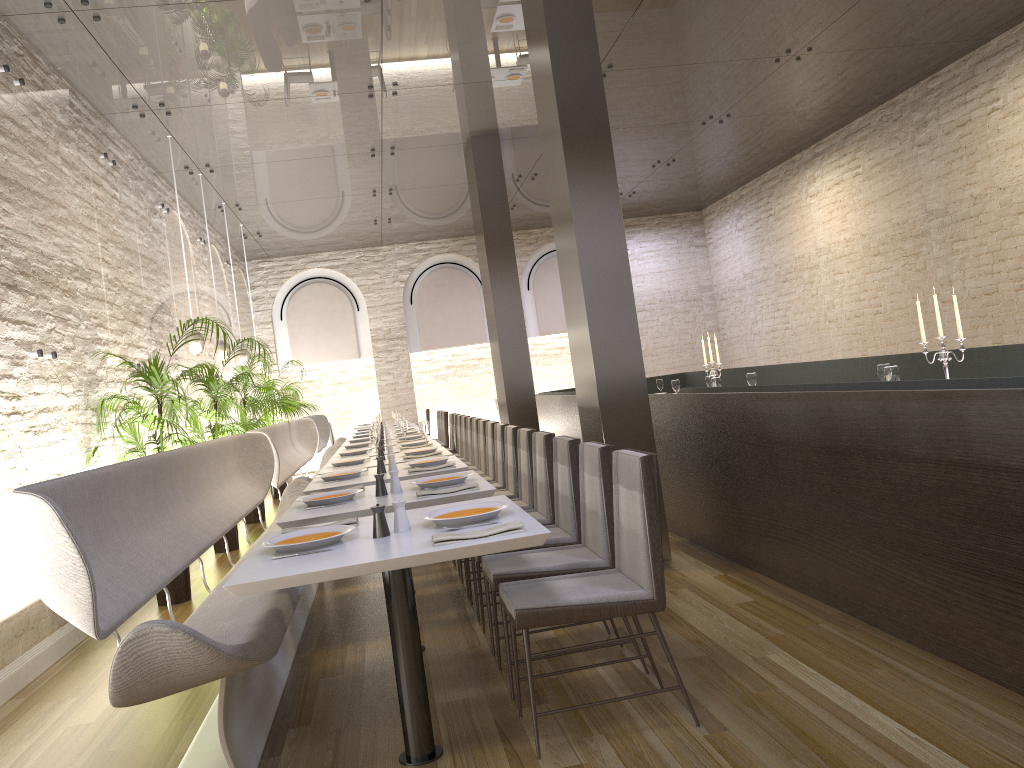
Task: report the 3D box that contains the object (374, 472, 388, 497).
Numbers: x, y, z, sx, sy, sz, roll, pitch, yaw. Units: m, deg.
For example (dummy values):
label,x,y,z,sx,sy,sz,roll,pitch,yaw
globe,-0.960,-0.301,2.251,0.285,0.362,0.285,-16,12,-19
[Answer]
label,x,y,z,sx,sy,sz,roll,pitch,yaw
object,-0.622,0.472,4.187,0.059,0.109,0.059,-7,-2,-17

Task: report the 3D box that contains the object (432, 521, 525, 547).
label,x,y,z,sx,sy,sz,roll,pitch,yaw
object,-0.106,0.454,2.703,0.273,0.033,0.142,-8,0,-9

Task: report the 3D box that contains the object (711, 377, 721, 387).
label,x,y,z,sx,sy,sz,roll,pitch,yaw
object,1.832,0.057,7.900,0.086,0.231,0.086,-8,-2,-8

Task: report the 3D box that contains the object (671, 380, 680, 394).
label,x,y,z,sx,sy,sz,roll,pitch,yaw
object,1.672,0.074,8.986,0.086,0.231,0.086,-8,-2,3

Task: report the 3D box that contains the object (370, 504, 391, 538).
label,x,y,z,sx,sy,sz,roll,pitch,yaw
object,-0.441,0.453,2.951,0.059,0.109,0.059,-7,-2,-17

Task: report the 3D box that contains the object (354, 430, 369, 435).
label,x,y,z,sx,sy,sz,roll,pitch,yaw
object,-2.042,0.672,12.219,0.320,0.036,0.322,-8,0,29

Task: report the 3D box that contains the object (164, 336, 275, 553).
label,x,y,z,sx,sy,sz,roll,pitch,yaw
object,-2.740,0.583,8.290,1.142,1.978,1.189,-8,-2,22

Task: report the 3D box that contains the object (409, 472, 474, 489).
label,x,y,z,sx,sy,sz,roll,pitch,yaw
object,-0.339,0.472,4.295,0.322,0.036,0.320,-8,0,-31

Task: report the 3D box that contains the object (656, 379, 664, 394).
label,x,y,z,sx,sy,sz,roll,pitch,yaw
object,1.732,0.060,10.325,0.086,0.231,0.086,-9,-2,27

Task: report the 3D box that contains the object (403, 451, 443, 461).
label,x,y,z,sx,sy,sz,roll,pitch,yaw
object,-0.633,0.511,6.294,0.273,0.033,0.142,-8,0,-9

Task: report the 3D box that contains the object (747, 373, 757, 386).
label,x,y,z,sx,sy,sz,roll,pitch,yaw
object,2.110,0.020,7.756,0.086,0.231,0.086,-9,-2,33

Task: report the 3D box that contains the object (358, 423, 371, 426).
label,x,y,z,sx,sy,sz,roll,pitch,yaw
object,-2.690,0.744,16.171,0.321,0.036,0.322,-8,0,27

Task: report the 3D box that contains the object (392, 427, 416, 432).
label,x,y,z,sx,sy,sz,roll,pitch,yaw
object,-1.355,0.582,11.208,0.320,0.036,0.322,-8,0,29

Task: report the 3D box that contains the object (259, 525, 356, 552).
label,x,y,z,sx,sy,sz,roll,pitch,yaw
object,-0.685,0.526,2.979,0.322,0.036,0.320,-8,0,-31

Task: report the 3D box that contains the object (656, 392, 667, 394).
label,x,y,z,sx,sy,sz,roll,pitch,yaw
object,1.803,0.147,11.197,0.321,0.036,0.322,-8,0,40

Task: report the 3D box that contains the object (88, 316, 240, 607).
label,x,y,z,sx,sy,sz,roll,pitch,yaw
object,-2.433,0.550,6.204,1.142,1.978,1.189,-8,-2,22

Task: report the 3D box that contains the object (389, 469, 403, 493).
label,x,y,z,sx,sy,sz,roll,pitch,yaw
object,-0.560,0.463,4.243,0.059,0.109,0.059,-7,-2,-17

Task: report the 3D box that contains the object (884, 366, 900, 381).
label,x,y,z,sx,sy,sz,roll,pitch,yaw
object,2.264,0.009,5.256,0.086,0.231,0.086,-8,-2,3

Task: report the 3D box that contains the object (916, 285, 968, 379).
label,x,y,z,sx,sy,sz,roll,pitch,yaw
object,2.379,-0.221,4.898,0.131,0.658,0.390,-8,-2,2

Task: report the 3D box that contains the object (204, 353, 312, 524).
label,x,y,z,sx,sy,sz,roll,pitch,yaw
object,-3.034,0.614,10.276,1.185,1.978,1.147,-9,-2,32

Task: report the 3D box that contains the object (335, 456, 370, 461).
label,x,y,z,sx,sy,sz,roll,pitch,yaw
object,-1.243,0.592,6.910,0.273,0.033,0.142,-8,0,-9

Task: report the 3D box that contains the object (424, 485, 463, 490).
label,x,y,z,sx,sy,sz,roll,pitch,yaw
object,-0.316,0.478,4.113,0.181,0.015,0.038,-8,0,-7

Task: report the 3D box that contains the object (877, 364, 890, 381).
label,x,y,z,sx,sy,sz,roll,pitch,yaw
object,2.410,-0.013,5.709,0.086,0.231,0.086,-8,-2,3

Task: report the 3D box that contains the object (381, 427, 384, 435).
label,x,y,z,sx,sy,sz,roll,pitch,yaw
object,-1.638,0.581,11.100,0.059,0.109,0.059,-9,-2,27

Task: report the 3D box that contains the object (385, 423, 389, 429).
label,x,y,z,sx,sy,sz,roll,pitch,yaw
object,-1.736,0.590,12.246,0.059,0.109,0.059,-9,-2,27

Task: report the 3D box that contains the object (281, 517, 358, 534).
label,x,y,z,sx,sy,sz,roll,pitch,yaw
object,-0.716,0.536,3.320,0.273,0.033,0.142,-8,0,-9

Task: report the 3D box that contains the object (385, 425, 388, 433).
label,x,y,z,sx,sy,sz,roll,pitch,yaw
object,-1.576,0.573,11.156,0.059,0.109,0.059,-9,-2,27

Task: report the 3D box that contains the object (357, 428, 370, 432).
label,x,y,z,sx,sy,sz,roll,pitch,yaw
object,-2.208,0.690,13.345,0.320,0.036,0.322,-8,0,29

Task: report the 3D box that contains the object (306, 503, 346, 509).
label,x,y,z,sx,sy,sz,roll,pitch,yaw
object,-0.842,0.553,4.033,0.185,0.010,0.017,-8,0,-9

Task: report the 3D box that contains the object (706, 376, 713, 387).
label,x,y,z,sx,sy,sz,roll,pitch,yaw
object,1.965,0.035,8.741,0.086,0.231,0.086,-8,-2,3

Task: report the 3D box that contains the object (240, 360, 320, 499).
label,x,y,z,sx,sy,sz,roll,pitch,yaw
object,-3.376,0.651,12.711,1.147,1.978,1.184,-7,-2,-28

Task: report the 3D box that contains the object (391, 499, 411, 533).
label,x,y,z,sx,sy,sz,roll,pitch,yaw
object,-0.379,0.444,3.007,0.059,0.109,0.059,-7,-2,-17

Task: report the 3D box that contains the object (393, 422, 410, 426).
label,x,y,z,sx,sy,sz,roll,pitch,yaw
object,-1.681,0.617,13.424,0.320,0.036,0.322,-8,0,29

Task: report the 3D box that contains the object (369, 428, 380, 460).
label,x,y,z,sx,sy,sz,roll,pitch,yaw
object,-1.040,0.458,6.761,0.086,0.231,0.086,-9,-2,33

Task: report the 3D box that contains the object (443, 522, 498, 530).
label,x,y,z,sx,sy,sz,roll,pitch,yaw
object,-0.135,0.458,2.877,0.181,0.015,0.038,-8,0,-7

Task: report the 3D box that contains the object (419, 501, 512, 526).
label,x,y,z,sx,sy,sz,roll,pitch,yaw
object,-0.158,0.453,3.059,0.322,0.036,0.320,-8,0,-31

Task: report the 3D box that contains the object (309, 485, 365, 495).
label,x,y,z,sx,sy,sz,roll,pitch,yaw
object,-0.897,0.555,4.555,0.273,0.033,0.142,-8,0,-9

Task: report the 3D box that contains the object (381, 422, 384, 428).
label,x,y,z,sx,sy,sz,roll,pitch,yaw
object,-1.964,0.616,13.316,0.059,0.109,0.059,-9,-2,27

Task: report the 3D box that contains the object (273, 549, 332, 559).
label,x,y,z,sx,sy,sz,roll,pitch,yaw
object,-0.661,0.534,2.797,0.185,0.010,0.017,-8,0,-9

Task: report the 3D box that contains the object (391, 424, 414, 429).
label,x,y,z,sx,sy,sz,roll,pitch,yaw
object,-1.515,0.599,12.298,0.320,0.036,0.322,-8,0,29

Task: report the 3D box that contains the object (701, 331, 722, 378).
label,x,y,z,sx,sy,sz,roll,pitch,yaw
object,1.879,-0.167,8.301,0.131,0.658,0.390,-8,-2,2

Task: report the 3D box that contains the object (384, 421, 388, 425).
label,x,y,z,sx,sy,sz,roll,pitch,yaw
object,-1.901,0.608,13.372,0.059,0.109,0.059,-9,-2,27

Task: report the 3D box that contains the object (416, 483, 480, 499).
label,x,y,z,sx,sy,sz,roll,pitch,yaw
object,-0.287,0.474,3.939,0.273,0.033,0.142,-8,0,-9

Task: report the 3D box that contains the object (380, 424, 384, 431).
label,x,y,z,sx,sy,sz,roll,pitch,yaw
object,-1.798,0.599,12.190,0.059,0.109,0.059,-9,-2,27

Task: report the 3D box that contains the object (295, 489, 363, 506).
label,x,y,z,sx,sy,sz,roll,pitch,yaw
object,-0.866,0.545,4.215,0.322,0.036,0.320,-8,0,-31

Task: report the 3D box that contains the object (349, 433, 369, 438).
label,x,y,z,sx,sy,sz,roll,pitch,yaw
object,-1.882,0.655,11.129,0.320,0.036,0.322,-8,0,29

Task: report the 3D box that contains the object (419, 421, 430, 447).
label,x,y,z,sx,sy,sz,roll,pitch,yaw
object,-0.674,0.407,6.923,0.086,0.231,0.086,-9,-2,33
